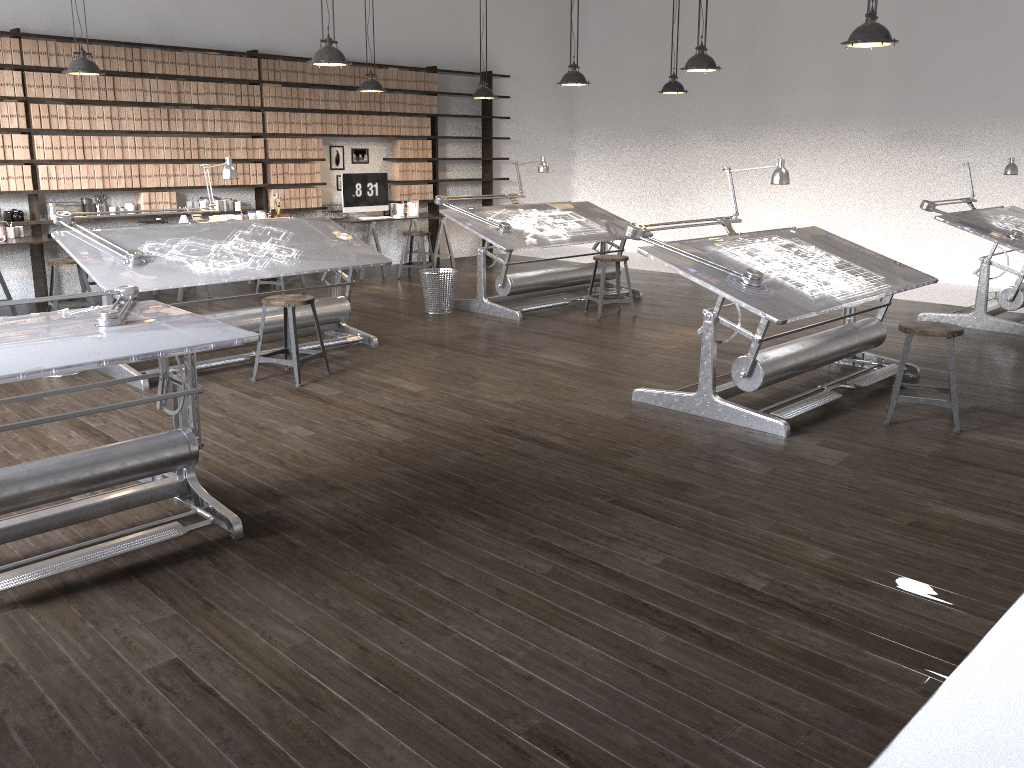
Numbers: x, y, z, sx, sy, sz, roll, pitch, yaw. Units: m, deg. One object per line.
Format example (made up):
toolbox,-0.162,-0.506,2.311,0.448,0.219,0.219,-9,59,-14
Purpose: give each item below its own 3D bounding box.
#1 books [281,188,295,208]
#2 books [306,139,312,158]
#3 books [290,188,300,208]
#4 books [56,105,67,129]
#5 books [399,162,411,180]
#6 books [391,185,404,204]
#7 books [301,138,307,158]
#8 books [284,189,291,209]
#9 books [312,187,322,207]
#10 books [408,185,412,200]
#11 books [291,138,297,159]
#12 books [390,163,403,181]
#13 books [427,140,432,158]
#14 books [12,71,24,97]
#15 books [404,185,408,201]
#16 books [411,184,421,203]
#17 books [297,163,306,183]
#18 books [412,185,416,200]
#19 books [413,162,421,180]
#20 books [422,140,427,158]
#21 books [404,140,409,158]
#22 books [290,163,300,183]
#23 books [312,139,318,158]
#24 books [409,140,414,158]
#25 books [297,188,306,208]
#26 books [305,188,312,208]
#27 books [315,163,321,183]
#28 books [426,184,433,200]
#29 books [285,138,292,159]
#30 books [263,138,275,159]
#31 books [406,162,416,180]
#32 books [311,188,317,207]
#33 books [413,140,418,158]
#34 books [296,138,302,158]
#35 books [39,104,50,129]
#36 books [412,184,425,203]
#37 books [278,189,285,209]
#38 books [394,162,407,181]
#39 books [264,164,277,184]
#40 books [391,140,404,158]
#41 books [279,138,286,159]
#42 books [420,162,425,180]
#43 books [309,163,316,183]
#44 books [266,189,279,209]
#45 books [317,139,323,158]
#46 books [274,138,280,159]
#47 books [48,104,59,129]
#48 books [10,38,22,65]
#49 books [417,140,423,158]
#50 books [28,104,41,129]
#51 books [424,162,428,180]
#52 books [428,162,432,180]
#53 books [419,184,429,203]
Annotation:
books,-2.525,-2.091,9.993,0.067,0.223,0.175,-12,18,-44
books,-2.346,-2.671,10.057,0.067,0.223,0.175,-12,18,-44
books,-2.480,-2.103,10.040,0.067,0.223,0.175,-12,17,-44
books,-4.188,-2.462,8.184,0.067,0.223,0.175,-12,18,-44
books,-1.343,-2.662,11.101,0.067,0.223,0.175,-12,18,-44
books,-1.431,-2.371,11.071,0.067,0.223,0.175,-12,17,-44
books,-2.396,-2.659,10.008,0.067,0.223,0.175,-12,18,-44
books,-2.566,-2.078,9.946,0.067,0.223,0.175,-12,17,-44
books,-2.275,-2.155,10.241,0.067,0.223,0.175,-12,18,-44
books,-1.335,-2.395,11.163,0.067,0.223,0.175,-12,17,-44
books,-2.490,-2.634,9.914,0.067,0.223,0.175,-12,18,-44
books,-1.438,-2.635,11.000,0.067,0.223,0.175,-12,17,-44
books,-1.104,-2.988,11.276,0.067,0.223,0.175,-12,17,-44
books,-4.424,-2.668,7.894,0.067,0.223,0.175,-12,18,-44
books,-1.379,-2.382,11.114,0.067,0.223,0.175,-12,18,-44
books,-1.241,-2.417,11.251,0.067,0.223,0.175,-12,18,-44
books,-2.418,-2.387,10.043,0.067,0.223,0.175,-12,17,-44
books,-1.289,-2.406,11.206,0.067,0.223,0.175,-12,17,-44
books,-1.238,-2.686,11.195,0.067,0.223,0.175,-12,17,-44
books,-1.159,-2.974,11.225,0.067,0.223,0.175,-12,18,-44
books,-1.364,-2.922,11.023,0.067,0.223,0.175,-12,17,-44
books,-2.468,-2.374,9.994,0.067,0.223,0.175,-12,17,-44
books,-2.293,-2.683,10.103,0.067,0.223,0.175,-12,17,-44
books,-1.311,-2.934,11.069,0.067,0.223,0.175,-12,18,-44
books,-2.424,-2.115,10.087,0.067,0.223,0.175,-12,18,-44
books,-2.375,-2.130,10.143,0.067,0.223,0.175,-12,17,-44
books,-2.277,-2.422,10.178,0.067,0.223,0.175,-12,17,-44
books,-1.096,-2.454,11.392,0.067,0.223,0.175,-12,17,-44
books,-2.533,-2.623,9.869,0.067,0.223,0.175,-12,18,-44
books,-2.686,-2.585,9.725,0.067,0.223,0.175,-12,18,-44
books,-1.291,-2.674,11.147,0.067,0.223,0.175,-12,17,-44
books,-2.322,-2.142,10.189,0.067,0.223,0.175,-12,17,-44
books,-1.264,-2.948,11.121,0.067,0.223,0.175,-12,18,-44
books,-2.440,-2.645,9.957,0.067,0.223,0.175,-12,17,-44
books,-4.291,-2.436,8.082,0.067,0.223,0.175,-12,17,-44
books,-1.194,-2.431,11.302,0.067,0.223,0.175,-12,17,-44
books,-2.618,-2.066,9.896,0.067,0.223,0.175,-12,18,-44
books,-1.391,-2.649,11.052,0.067,0.223,0.175,-12,18,-44
books,-2.674,-2.322,9.792,0.067,0.223,0.175,-12,18,-44
books,-1.414,-2.909,10.973,0.067,0.223,0.175,-12,17,-44
books,-2.583,-2.609,9.818,0.067,0.223,0.175,-12,17,-44
books,-1.191,-2.698,11.241,0.067,0.223,0.175,-12,18,-44
books,-2.323,-2.411,10.135,0.067,0.223,0.175,-12,17,-44
books,-2.671,-2.053,9.848,0.067,0.223,0.175,-12,18,-44
books,-2.246,-2.697,10.156,0.067,0.223,0.175,-12,17,-44
books,-2.635,-2.597,9.772,0.067,0.223,0.175,-12,18,-44
books,-4.242,-2.450,8.138,0.067,0.223,0.175,-12,18,-44
books,-4.418,-2.937,7.842,0.067,0.223,0.175,-12,17,-44
books,-1.208,-2.960,11.170,0.067,0.223,0.175,-12,17,-44
books,-4.347,-2.423,8.035,0.067,0.223,0.175,-12,18,-44
books,-1.149,-2.710,11.288,0.067,0.223,0.175,-12,17,-44
books,-1.101,-2.723,11.337,0.067,0.223,0.175,-12,17,-44
books,-1.147,-2.444,11.352,0.067,0.223,0.175,-12,17,-44
